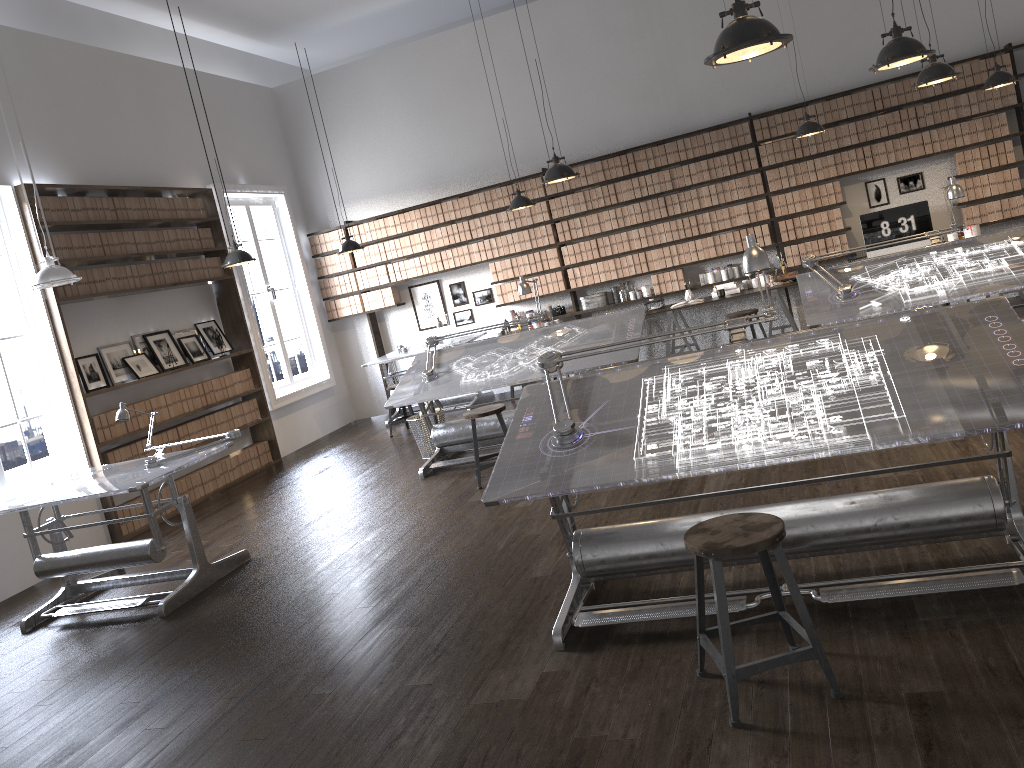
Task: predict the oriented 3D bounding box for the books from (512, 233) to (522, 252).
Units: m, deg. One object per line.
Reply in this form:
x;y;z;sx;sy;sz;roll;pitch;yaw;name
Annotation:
0.081;-1.655;10.333;0.066;0.224;0.176;-12;6;18;books

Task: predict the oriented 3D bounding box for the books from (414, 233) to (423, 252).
-1.094;-1.702;10.681;0.066;0.224;0.176;-12;6;19;books

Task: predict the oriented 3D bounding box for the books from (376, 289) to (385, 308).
-1.589;-1.058;10.925;0.066;0.225;0.176;-12;6;19;books

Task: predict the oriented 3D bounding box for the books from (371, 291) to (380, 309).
-1.650;-1.047;10.950;0.066;0.224;0.176;-12;6;18;books

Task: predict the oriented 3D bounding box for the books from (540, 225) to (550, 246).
0.396;-1.715;10.227;0.066;0.225;0.176;-12;6;19;books

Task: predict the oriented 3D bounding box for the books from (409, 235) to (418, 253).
-1.152;-1.692;10.702;0.066;0.224;0.176;-12;6;19;books

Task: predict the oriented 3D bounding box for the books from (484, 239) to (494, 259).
-0.250;-1.592;10.439;0.066;0.225;0.176;-12;6;19;books

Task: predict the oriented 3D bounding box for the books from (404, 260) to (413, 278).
-1.227;-1.400;10.771;0.066;0.225;0.176;-12;6;19;books

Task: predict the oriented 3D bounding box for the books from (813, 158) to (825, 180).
3.222;-2.252;9.293;0.066;0.224;0.176;-12;6;19;books

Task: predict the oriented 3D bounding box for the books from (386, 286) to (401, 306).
-1.457;-1.083;10.887;0.066;0.225;0.176;-12;6;19;books

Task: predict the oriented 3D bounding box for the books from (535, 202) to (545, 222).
0.338;-1.975;10.207;0.066;0.224;0.176;-12;6;19;books

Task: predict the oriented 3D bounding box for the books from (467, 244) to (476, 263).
-0.446;-1.548;10.510;0.066;0.224;0.176;-12;6;18;books

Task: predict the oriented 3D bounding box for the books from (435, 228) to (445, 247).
-0.831;-1.753;10.594;0.066;0.225;0.176;-12;6;18;books

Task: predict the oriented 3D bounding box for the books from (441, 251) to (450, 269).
-0.769;-1.487;10.619;0.066;0.225;0.176;-12;6;19;books

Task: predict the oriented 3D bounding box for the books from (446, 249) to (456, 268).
-0.704;-1.499;10.593;0.066;0.225;0.176;-12;6;19;books

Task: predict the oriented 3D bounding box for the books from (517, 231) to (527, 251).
0.140;-1.667;10.315;0.066;0.224;0.176;-12;6;18;books

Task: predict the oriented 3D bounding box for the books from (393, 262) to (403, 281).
-1.359;-1.374;10.809;0.066;0.225;0.176;-12;6;18;books

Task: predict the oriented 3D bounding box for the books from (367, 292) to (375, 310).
-1.709;-1.035;10.968;0.066;0.224;0.176;-12;6;18;books

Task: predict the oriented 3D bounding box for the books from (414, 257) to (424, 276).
-1.097;-1.424;10.721;0.066;0.225;0.176;-12;6;18;books

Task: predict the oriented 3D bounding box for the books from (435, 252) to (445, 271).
-0.840;-1.473;10.637;0.066;0.225;0.176;-12;6;18;books

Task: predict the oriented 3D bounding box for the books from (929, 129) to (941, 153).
4.265;-2.450;8.948;0.066;0.225;0.176;-12;6;19;books

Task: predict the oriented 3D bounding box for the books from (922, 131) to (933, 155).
4.196;-2.436;8.967;0.066;0.225;0.176;-12;6;19;books

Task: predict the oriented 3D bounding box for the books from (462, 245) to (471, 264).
-0.510;-1.536;10.526;0.066;0.225;0.176;-12;6;19;books

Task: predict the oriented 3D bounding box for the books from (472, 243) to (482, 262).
-0.388;-1.559;10.489;0.066;0.224;0.176;-12;6;18;books

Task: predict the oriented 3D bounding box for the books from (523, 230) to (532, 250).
0.201;-1.678;10.290;0.066;0.225;0.176;-12;6;19;books

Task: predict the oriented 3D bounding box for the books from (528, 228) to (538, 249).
0.266;-1.691;10.275;0.066;0.225;0.176;-12;6;18;books

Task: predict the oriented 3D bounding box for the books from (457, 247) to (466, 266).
-0.571;-1.525;10.553;0.066;0.225;0.176;-12;6;18;books

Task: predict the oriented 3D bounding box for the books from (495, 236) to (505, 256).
-0.116;-1.619;10.402;0.066;0.225;0.176;-12;6;18;books

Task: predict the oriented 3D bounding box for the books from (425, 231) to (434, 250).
-0.961;-1.728;10.639;0.066;0.225;0.176;-12;6;19;books

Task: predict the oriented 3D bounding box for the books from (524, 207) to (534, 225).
0.216;-1.951;10.244;0.066;0.225;0.176;-12;6;18;books

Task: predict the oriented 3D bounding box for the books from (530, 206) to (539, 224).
0.279;-1.964;10.228;0.066;0.224;0.176;-12;6;19;books

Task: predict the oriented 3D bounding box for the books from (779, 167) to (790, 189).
2.890;-2.188;9.399;0.066;0.225;0.176;-12;6;18;books

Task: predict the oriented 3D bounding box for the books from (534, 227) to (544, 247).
0.332;-1.704;10.253;0.066;0.225;0.176;-12;6;18;books

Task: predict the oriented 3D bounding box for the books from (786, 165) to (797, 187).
2.959;-2.202;9.380;0.066;0.225;0.176;-12;6;18;books

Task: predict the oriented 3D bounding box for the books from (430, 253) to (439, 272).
-0.908;-1.461;10.665;0.066;0.224;0.176;-12;6;19;books

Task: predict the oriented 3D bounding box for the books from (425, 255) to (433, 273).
-0.970;-1.449;10.683;0.066;0.224;0.176;-12;6;18;books

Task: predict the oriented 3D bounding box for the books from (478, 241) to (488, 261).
-0.321;-1.572;10.465;0.066;0.225;0.176;-12;6;19;books

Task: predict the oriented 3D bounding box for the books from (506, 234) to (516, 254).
0.013;-1.642;10.353;0.066;0.225;0.176;-12;6;19;books

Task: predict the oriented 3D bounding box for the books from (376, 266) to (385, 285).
-1.579;-1.340;10.884;0.066;0.224;0.176;-12;6;19;books

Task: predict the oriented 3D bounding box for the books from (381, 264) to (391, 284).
-1.521;-1.350;10.860;0.066;0.225;0.176;-12;6;18;books

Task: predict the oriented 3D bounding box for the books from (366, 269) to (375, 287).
-1.713;-1.315;10.931;0.066;0.225;0.176;-12;6;19;books

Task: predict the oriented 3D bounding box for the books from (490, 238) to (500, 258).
-0.182;-1.605;10.420;0.066;0.225;0.176;-12;6;19;books

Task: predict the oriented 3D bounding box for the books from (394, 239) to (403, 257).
-1.343;-1.656;10.766;0.066;0.225;0.176;-12;6;19;books

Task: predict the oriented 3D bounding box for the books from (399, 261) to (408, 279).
-1.293;-1.387;10.791;0.066;0.225;0.176;-12;6;19;books

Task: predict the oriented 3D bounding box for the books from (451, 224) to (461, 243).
-0.637;-1.790;10.531;0.066;0.224;0.176;-12;6;18;books

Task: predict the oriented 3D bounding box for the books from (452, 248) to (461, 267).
-0.637;-1.512;10.575;0.066;0.225;0.176;-12;6;18;books

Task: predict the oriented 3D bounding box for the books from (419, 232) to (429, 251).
-1.027;-1.715;10.657;0.066;0.225;0.176;-12;6;18;books

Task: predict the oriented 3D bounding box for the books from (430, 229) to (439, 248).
-0.895;-1.741;10.619;0.066;0.225;0.176;-12;6;19;books

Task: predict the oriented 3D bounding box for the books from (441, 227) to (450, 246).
-0.765;-1.765;10.568;0.066;0.225;0.176;-12;6;18;books

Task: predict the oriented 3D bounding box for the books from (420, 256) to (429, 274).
-1.030;-1.437;10.698;0.066;0.225;0.176;-12;6;19;books

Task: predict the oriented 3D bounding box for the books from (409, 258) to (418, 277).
-1.164;-1.412;10.746;0.066;0.225;0.176;-12;6;18;books

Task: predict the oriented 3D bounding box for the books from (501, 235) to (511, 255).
-0.051;-1.631;10.379;0.066;0.225;0.176;-12;6;18;books

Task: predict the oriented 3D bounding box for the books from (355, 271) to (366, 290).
-1.847;-1.288;10.968;0.066;0.225;0.176;-12;6;18;books

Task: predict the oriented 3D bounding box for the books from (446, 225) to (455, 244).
-0.697;-1.777;10.546;0.066;0.225;0.176;-12;6;19;books

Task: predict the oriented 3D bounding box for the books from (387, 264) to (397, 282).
-1.435;-1.360;10.836;0.066;0.224;0.176;-12;6;18;books

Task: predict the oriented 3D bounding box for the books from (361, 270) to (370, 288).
-1.779;-1.302;10.949;0.066;0.225;0.176;-12;6;18;books

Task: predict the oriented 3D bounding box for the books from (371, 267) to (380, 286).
-1.648;-1.327;10.908;0.066;0.225;0.176;-12;6;19;books

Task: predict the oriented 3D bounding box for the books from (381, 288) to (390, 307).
-1.522;-1.071;10.910;0.066;0.225;0.176;-12;6;19;books
